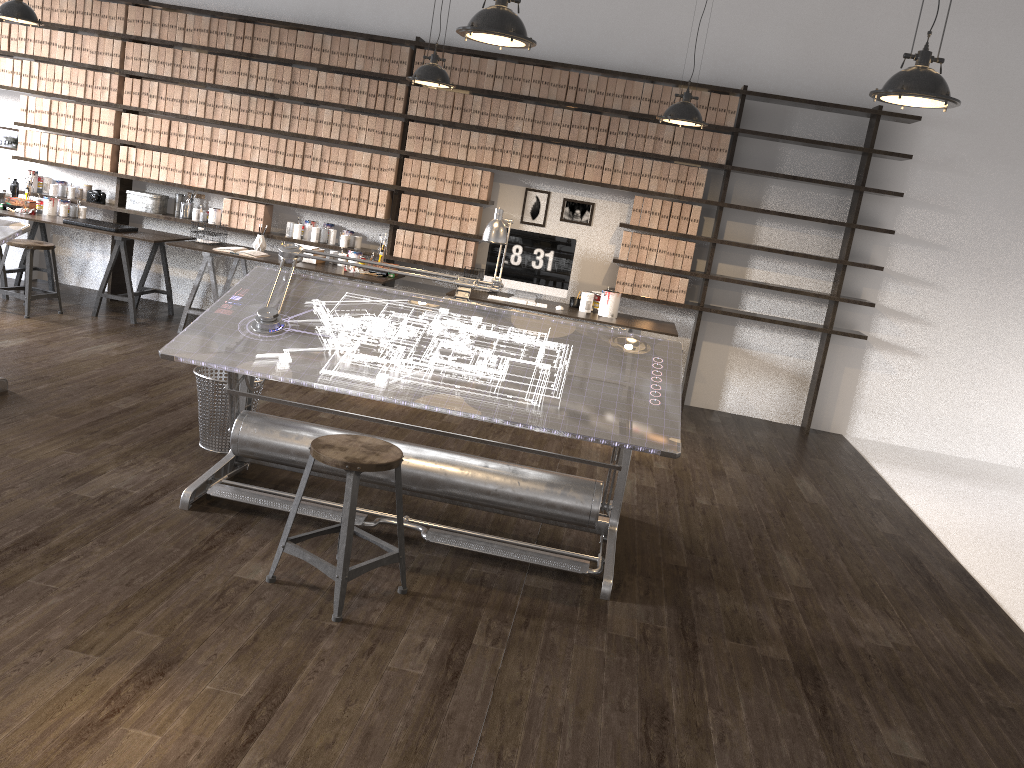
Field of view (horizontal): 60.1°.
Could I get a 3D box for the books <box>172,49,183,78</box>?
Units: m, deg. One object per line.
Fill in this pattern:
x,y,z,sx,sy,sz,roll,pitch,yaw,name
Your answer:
-2.638,-2.547,7.089,0.067,0.224,0.176,10,11,6,books

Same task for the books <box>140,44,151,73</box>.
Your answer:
-2.902,-2.597,7.113,0.067,0.224,0.176,10,11,6,books

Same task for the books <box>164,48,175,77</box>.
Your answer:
-2.705,-2.559,7.090,0.067,0.224,0.176,10,11,6,books

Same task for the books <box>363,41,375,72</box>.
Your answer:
-1.085,-2.529,6.877,0.067,0.223,0.176,10,11,6,books

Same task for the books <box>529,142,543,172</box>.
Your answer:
0.188,-1.743,6.816,0.067,0.224,0.176,10,11,6,books

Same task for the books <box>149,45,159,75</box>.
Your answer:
-2.831,-2.583,7.107,0.067,0.223,0.176,10,11,6,books

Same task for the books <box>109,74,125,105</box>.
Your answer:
-3.181,-2.384,7.189,0.067,0.224,0.176,10,11,6,books

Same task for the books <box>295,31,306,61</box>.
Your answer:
-1.626,-2.631,6.935,0.067,0.223,0.176,10,11,6,books

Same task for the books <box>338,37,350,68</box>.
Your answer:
-1.286,-2.567,6.899,0.067,0.224,0.176,10,11,6,books

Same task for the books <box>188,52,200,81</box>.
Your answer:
-2.500,-2.520,7.070,0.067,0.224,0.176,10,11,6,books

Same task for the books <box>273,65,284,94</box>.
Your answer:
-1.811,-2.391,6.998,0.067,0.223,0.176,10,11,6,books

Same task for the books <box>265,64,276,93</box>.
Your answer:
-1.873,-2.402,7.003,0.067,0.223,0.176,10,11,6,books

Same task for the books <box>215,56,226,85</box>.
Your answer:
-2.284,-2.480,7.051,0.067,0.223,0.176,10,11,6,books

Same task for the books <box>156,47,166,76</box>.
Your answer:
-2.769,-2.572,7.102,0.067,0.223,0.176,10,11,6,books

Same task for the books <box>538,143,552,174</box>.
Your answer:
0.262,-1.731,6.813,0.067,0.223,0.176,10,11,6,books

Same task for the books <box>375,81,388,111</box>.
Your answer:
-0.996,-2.235,6.905,0.067,0.224,0.176,10,11,6,books

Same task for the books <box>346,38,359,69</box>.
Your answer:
-1.218,-2.553,6.888,0.067,0.224,0.176,10,11,6,books

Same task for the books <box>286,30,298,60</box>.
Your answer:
-1.699,-2.645,6.944,0.067,0.224,0.176,10,11,6,books

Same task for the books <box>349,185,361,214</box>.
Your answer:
-1.230,-1.468,7.052,0.067,0.224,0.176,10,11,6,books

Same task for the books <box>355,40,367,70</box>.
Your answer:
-1.147,-2.540,6.882,0.067,0.223,0.176,10,11,6,books

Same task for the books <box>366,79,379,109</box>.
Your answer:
-1.069,-2.250,6.918,0.067,0.224,0.176,10,11,6,books

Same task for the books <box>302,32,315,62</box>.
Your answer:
-1.565,-2.618,6.924,0.067,0.224,0.176,10,11,6,books

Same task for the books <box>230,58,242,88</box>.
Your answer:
-2.159,-2.455,7.030,0.067,0.224,0.176,10,11,6,books

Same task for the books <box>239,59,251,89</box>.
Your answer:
-2.088,-2.442,7.023,0.067,0.224,0.176,10,11,6,books

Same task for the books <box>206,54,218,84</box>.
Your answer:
-2.357,-2.493,7.053,0.067,0.224,0.176,10,11,6,books

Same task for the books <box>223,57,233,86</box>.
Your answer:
-2.220,-2.468,7.042,0.067,0.223,0.176,10,11,6,books

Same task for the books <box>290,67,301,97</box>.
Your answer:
-1.677,-2.366,6.985,0.067,0.224,0.176,10,11,6,books

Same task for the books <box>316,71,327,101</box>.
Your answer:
-1.470,-2.326,6.959,0.067,0.223,0.176,10,11,6,books

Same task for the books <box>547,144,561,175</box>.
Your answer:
0.325,-1.717,6.800,0.067,0.224,0.176,10,11,6,books

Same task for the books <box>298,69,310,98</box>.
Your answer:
-1.609,-2.352,6.976,0.067,0.224,0.176,10,11,6,books

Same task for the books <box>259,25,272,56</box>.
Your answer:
-1.907,-2.683,6.962,0.067,0.224,0.176,10,11,6,books

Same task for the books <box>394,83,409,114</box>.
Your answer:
-0.849,-2.208,6.892,0.067,0.223,0.176,10,11,6,books

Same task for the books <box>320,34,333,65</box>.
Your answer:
-1.423,-2.592,6.912,0.067,0.224,0.176,10,11,6,books

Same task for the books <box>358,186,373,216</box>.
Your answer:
-1.156,-1.455,7.050,0.067,0.223,0.176,10,11,6,books

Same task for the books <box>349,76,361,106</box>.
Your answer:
-1.208,-2.276,6.933,0.067,0.224,0.176,10,11,6,books

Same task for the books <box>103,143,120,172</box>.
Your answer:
-3.271,-1.855,7.275,0.067,0.224,0.176,10,11,6,books

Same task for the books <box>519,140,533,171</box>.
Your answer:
0.116,-1.758,6.829,0.067,0.224,0.176,10,11,6,books

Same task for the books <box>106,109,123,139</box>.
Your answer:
-3.224,-2.115,7.228,0.067,0.224,0.176,10,11,6,books

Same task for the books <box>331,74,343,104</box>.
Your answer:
-1.344,-2.301,6.942,0.067,0.224,0.176,10,11,6,books

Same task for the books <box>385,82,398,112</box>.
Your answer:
-0.923,-2.223,6.902,0.067,0.223,0.176,10,11,6,books

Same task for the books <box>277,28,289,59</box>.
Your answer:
-1.767,-2.658,6.954,0.067,0.224,0.176,10,11,6,books

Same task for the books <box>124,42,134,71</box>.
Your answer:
-3.038,-2.624,7.134,0.067,0.224,0.176,10,11,6,books

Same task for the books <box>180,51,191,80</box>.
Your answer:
-2.568,-2.534,7.081,0.067,0.224,0.176,10,11,6,books

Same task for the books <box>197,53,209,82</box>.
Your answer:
-2.429,-2.508,7.067,0.067,0.224,0.176,10,11,6,books

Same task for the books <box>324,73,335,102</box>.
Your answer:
-1.408,-2.314,6.954,0.067,0.223,0.176,10,11,6,books

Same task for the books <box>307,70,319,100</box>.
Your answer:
-1.541,-2.339,6.965,0.067,0.224,0.176,10,11,6,books

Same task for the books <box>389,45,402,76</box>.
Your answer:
-0.884,-2.491,6.856,0.067,0.224,0.176,10,11,6,books

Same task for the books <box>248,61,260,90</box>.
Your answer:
-2.017,-2.429,7.018,0.067,0.224,0.176,10,11,6,books

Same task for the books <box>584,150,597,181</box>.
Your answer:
0.606,-1.665,6.773,0.067,0.223,0.176,10,11,6,books

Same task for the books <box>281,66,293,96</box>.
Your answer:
-1.747,-2.377,6.986,0.067,0.224,0.176,10,11,6,books

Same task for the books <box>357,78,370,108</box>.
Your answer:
-1.139,-2.263,6.921,0.067,0.224,0.176,10,11,6,books

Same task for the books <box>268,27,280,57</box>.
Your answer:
-1.836,-2.671,6.957,0.067,0.224,0.176,10,11,6,books

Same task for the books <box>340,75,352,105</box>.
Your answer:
-1.277,-2.290,6.941,0.067,0.224,0.176,10,11,6,books

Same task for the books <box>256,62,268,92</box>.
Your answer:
-1.944,-2.415,7.009,0.067,0.224,0.176,10,11,6,books

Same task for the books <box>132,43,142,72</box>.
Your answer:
-2.970,-2.610,7.124,0.067,0.224,0.176,10,11,6,books

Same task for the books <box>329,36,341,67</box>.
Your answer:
-1.354,-2.580,6.909,0.067,0.224,0.176,10,11,6,books

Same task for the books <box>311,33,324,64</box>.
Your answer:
-1.494,-2.605,6.917,0.067,0.224,0.176,10,11,6,books
